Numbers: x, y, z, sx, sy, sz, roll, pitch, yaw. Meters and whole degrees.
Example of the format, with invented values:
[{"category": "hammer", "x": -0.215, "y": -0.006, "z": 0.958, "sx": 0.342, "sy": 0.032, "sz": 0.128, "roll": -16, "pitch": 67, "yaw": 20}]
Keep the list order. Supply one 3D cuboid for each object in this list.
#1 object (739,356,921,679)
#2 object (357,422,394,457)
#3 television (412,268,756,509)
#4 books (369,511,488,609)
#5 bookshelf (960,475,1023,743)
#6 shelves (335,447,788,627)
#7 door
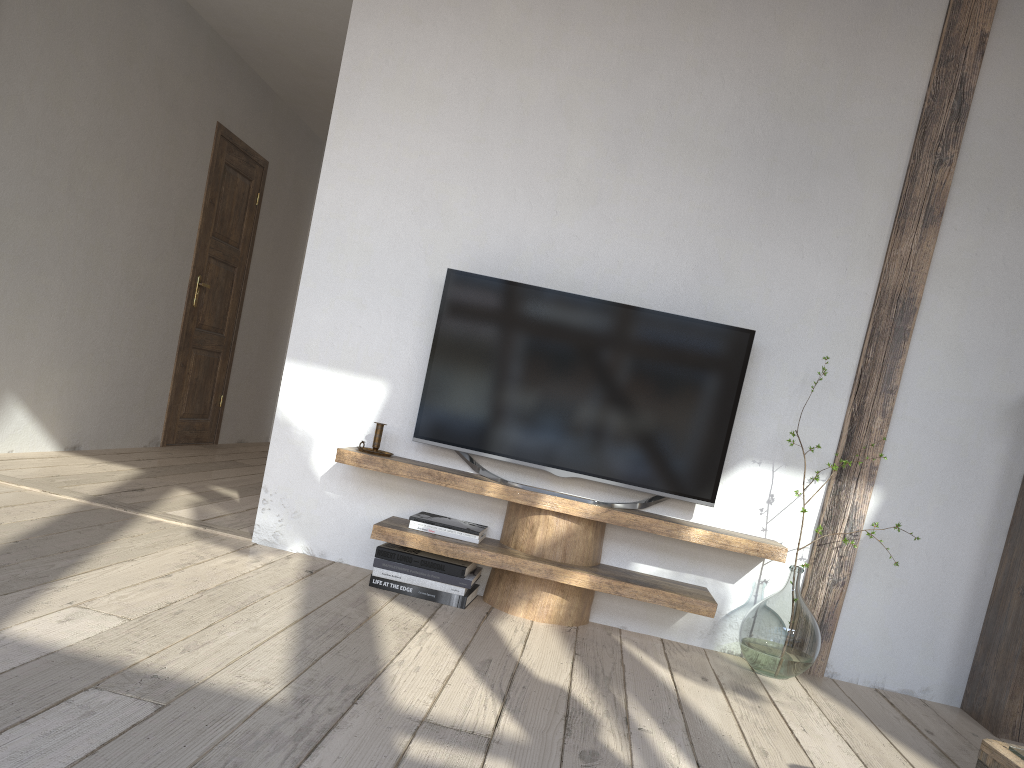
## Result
[{"category": "object", "x": 1.138, "y": 0.491, "z": 3.044, "sx": 0.517, "sy": 1.130, "sz": 0.271, "roll": 11, "pitch": 5, "yaw": -8}, {"category": "object", "x": -0.492, "y": 0.199, "z": 3.218, "sx": 0.140, "sy": 0.113, "sz": 0.138, "roll": 12, "pitch": 1, "yaw": -12}, {"category": "television", "x": 0.234, "y": 0.049, "z": 3.133, "sx": 1.100, "sy": 0.713, "sz": 0.205, "roll": 12, "pitch": 5, "yaw": 5}, {"category": "books", "x": -0.289, "y": 0.623, "z": 3.185, "sx": 0.359, "sy": 0.267, "sz": 0.289, "roll": 12, "pitch": 2, "yaw": 5}, {"category": "bookshelf", "x": 2.473, "y": 0.746, "z": 2.887, "sx": 1.620, "sy": 1.186, "sz": 0.345, "roll": 12, "pitch": 5, "yaw": 5}, {"category": "shelves", "x": 0.119, "y": 0.618, "z": 3.143, "sx": 1.599, "sy": 0.455, "sz": 0.329, "roll": 12, "pitch": 3, "yaw": 5}, {"category": "door", "x": -1.999, "y": -0.591, "z": 5.964, "sx": 0.082, "sy": 2.088, "sz": 0.836, "roll": 13, "pitch": 4, "yaw": 6}]
